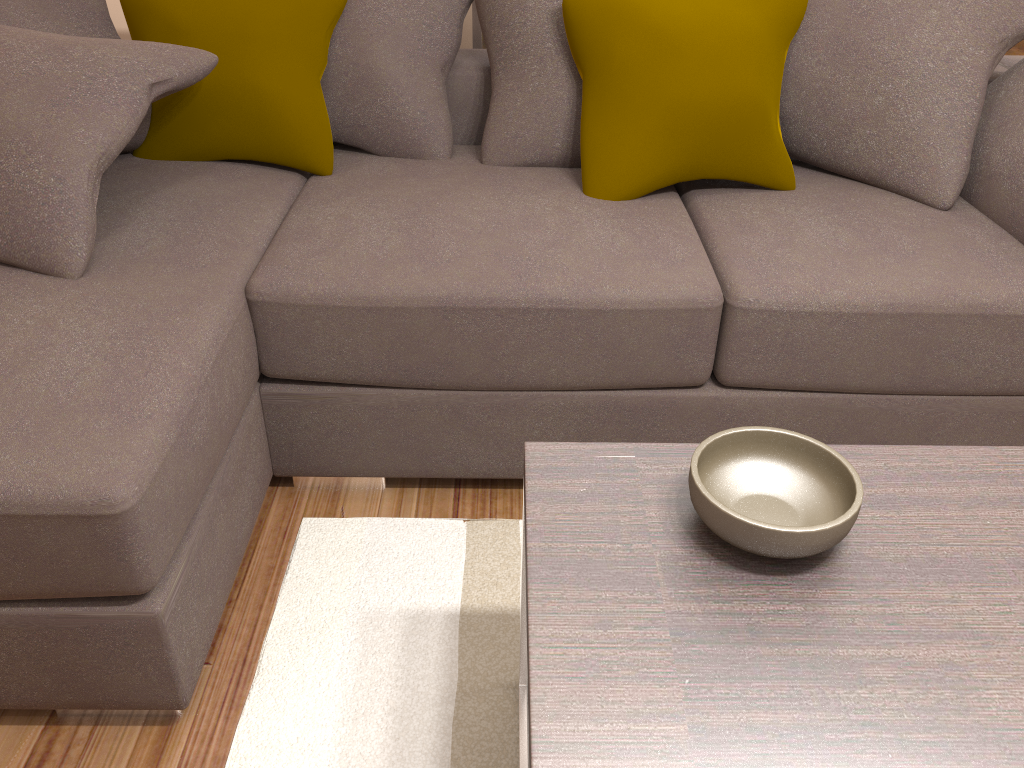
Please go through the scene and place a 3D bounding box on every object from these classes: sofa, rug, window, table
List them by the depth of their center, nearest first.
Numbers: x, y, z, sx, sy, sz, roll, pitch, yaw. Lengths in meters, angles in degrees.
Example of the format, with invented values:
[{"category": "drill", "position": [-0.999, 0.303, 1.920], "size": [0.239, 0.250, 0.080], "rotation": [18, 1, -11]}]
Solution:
[{"category": "table", "position": [0.571, 0.558, 1.144], "size": [1.110, 0.558, 0.856], "rotation": [1, 33, 0]}, {"category": "rug", "position": [0.575, 0.795, 1.291], "size": [2.122, 0.024, 1.791], "rotation": [1, 33, 0]}, {"category": "sofa", "position": [-0.041, -0.208, 2.160], "size": [3.565, 0.776, 1.906], "rotation": [1, 33, 0]}, {"category": "window", "position": [0.867, -1.548, 2.716], "size": [1.983, 2.419, 0.020], "rotation": [1, 33, 0]}]

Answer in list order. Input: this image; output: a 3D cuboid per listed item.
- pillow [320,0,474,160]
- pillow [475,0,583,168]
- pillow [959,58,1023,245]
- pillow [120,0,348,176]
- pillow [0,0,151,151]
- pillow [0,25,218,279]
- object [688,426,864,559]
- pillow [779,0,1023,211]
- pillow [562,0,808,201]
[{"category": "pillow", "position": [-0.466, -0.976, 2.574], "size": [0.787, 0.576, 0.431], "rotation": [9, 34, 12]}, {"category": "pillow", "position": [0.284, -0.918, 2.467], "size": [0.783, 0.590, 0.459], "rotation": [-2, 33, -5]}, {"category": "pillow", "position": [1.384, -0.592, 2.087], "size": [0.560, 0.470, 0.749], "rotation": [-2, 33, -4]}, {"category": "pillow", "position": [-0.760, -0.823, 2.401], "size": [0.631, 0.486, 0.335], "rotation": [2, 33, 2]}, {"category": "pillow", "position": [-1.317, -0.849, 2.198], "size": [0.483, 0.578, 0.806], "rotation": [29, 42, 36]}, {"category": "pillow", "position": [-1.122, -0.547, 1.937], "size": [0.792, 0.415, 0.645], "rotation": [4, 33, 4]}, {"category": "object", "position": [0.343, 0.152, 1.179], "size": [0.219, 0.081, 0.219], "rotation": [3, 33, 4]}, {"category": "pillow", "position": [0.919, -0.894, 2.284], "size": [0.399, 0.635, 0.811], "rotation": [-26, 41, -35]}, {"category": "pillow", "position": [0.466, -0.750, 2.262], "size": [0.658, 0.492, 0.382], "rotation": [-5, 33, -9]}]
